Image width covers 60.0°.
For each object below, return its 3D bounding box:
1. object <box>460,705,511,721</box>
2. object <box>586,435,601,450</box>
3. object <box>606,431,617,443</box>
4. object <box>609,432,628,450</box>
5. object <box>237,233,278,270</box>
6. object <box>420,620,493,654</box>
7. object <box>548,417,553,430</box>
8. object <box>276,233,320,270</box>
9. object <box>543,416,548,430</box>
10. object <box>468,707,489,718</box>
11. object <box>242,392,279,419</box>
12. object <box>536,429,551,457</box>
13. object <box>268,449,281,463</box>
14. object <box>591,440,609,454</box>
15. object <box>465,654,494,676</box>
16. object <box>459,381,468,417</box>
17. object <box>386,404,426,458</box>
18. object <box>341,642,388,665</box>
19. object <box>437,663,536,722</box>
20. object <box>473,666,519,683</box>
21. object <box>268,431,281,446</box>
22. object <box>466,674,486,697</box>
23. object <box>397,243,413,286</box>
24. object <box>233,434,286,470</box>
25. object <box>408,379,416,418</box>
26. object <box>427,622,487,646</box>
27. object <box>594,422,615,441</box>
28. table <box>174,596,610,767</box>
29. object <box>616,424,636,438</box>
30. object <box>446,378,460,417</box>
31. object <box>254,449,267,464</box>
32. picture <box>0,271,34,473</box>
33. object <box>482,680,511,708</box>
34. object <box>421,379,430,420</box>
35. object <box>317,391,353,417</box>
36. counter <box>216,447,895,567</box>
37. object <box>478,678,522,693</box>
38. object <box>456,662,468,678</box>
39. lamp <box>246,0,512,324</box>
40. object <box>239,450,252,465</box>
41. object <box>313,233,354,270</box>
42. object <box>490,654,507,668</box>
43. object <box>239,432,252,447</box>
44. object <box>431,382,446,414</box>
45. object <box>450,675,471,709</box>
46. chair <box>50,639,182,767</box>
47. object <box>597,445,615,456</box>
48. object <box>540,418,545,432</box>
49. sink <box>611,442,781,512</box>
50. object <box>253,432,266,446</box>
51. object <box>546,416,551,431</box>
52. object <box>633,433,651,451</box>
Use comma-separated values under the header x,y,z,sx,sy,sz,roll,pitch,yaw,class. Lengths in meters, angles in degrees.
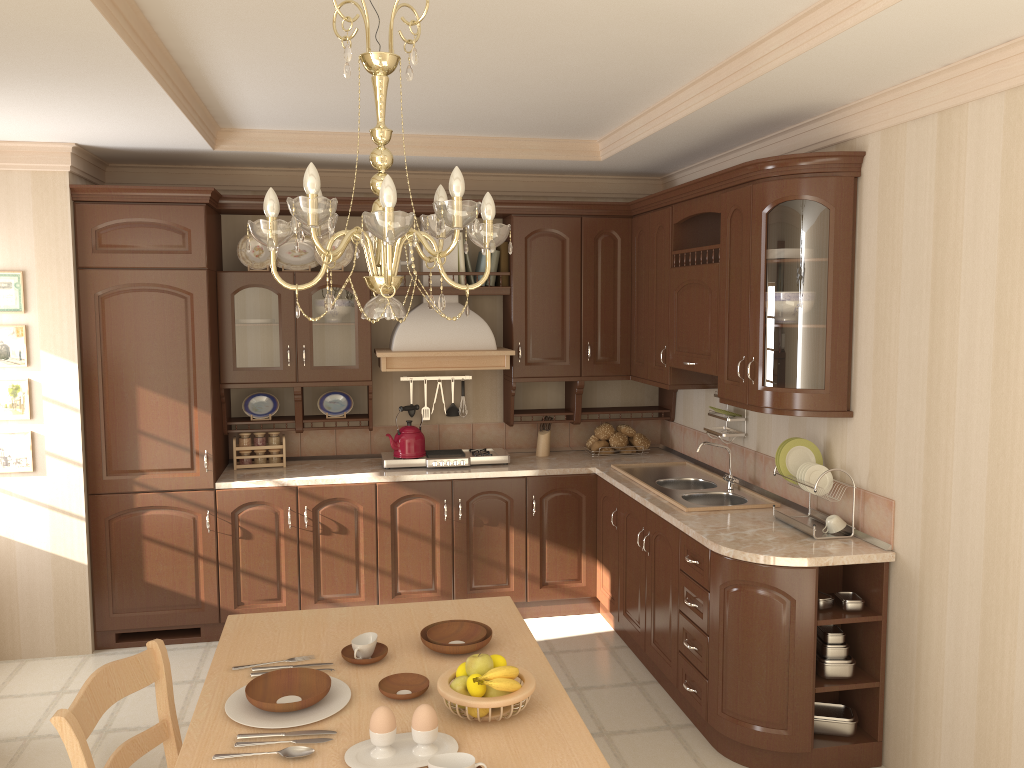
x,y,z,sx,sy,sz,roll,pitch,yaw,class
-0.061,0.773,2.126,0.128,0.011,0.128,3,6,30,object
0.498,0.353,5.352,0.123,0.109,0.092,-5,7,-43,object
0.601,0.321,5.378,0.110,0.092,0.113,4,7,41,object
0.633,0.338,5.283,0.110,0.102,0.115,1,6,18,object
-1.387,-0.727,4.836,0.220,0.210,0.068,-1,5,-13,object
-0.157,0.723,2.508,0.204,0.042,0.204,3,6,28,object
0.224,0.281,5.331,0.050,0.159,0.022,-5,7,-41,object
-1.198,-0.734,4.930,0.342,0.209,0.073,-1,5,-10,object
0.193,0.286,5.324,0.027,0.191,0.052,3,6,34,object
-0.079,0.752,2.061,0.055,0.046,0.046,2,6,22,object
-1.408,0.120,4.971,0.202,0.143,0.071,-1,5,-13,object
0.195,0.350,5.305,0.078,0.148,0.151,2,6,26,object
-1.331,0.403,4.975,0.068,0.088,0.068,0,5,5,object
0.524,0.377,5.287,0.104,0.092,0.114,4,7,36,object
-0.078,0.679,2.128,0.068,0.061,0.069,0,5,5,object
-0.292,0.091,5.290,0.049,0.219,0.049,-4,6,-33,object
-0.576,0.261,4.911,0.181,0.282,0.227,1,5,12,object
-0.402,0.739,2.421,0.126,0.026,0.127,1,5,16,object
-0.061,0.742,2.123,0.235,0.068,0.235,4,7,36,object
-0.021,0.692,2.092,0.066,0.085,0.184,2,6,27,object
-1.331,0.303,4.966,0.068,0.088,0.068,0,5,5,object
-0.083,0.703,2.068,0.045,0.053,0.051,-2,6,-23,object
-0.658,-0.674,5.014,0.174,0.248,0.163,4,7,41,object
-1.409,0.378,4.953,0.276,0.170,0.140,-2,5,-15,object
-0.592,0.083,5.229,0.048,0.231,0.015,-1,5,-10,object
-0.156,0.719,2.506,0.168,0.034,0.168,0,5,0,object
0.554,0.284,5.311,0.118,0.105,0.100,-2,5,-16,object
-0.296,1.168,2.130,0.900,0.774,1.567,-1,5,-11,table
0.688,0.282,5.354,0.112,0.078,0.125,-2,6,-17,object
-0.354,0.080,5.290,0.088,0.236,0.028,-1,5,-11,object
-1.406,0.406,4.955,0.068,0.088,0.068,0,5,5,object
-2.455,-0.052,4.232,0.268,0.964,0.010,-1,5,-11,picture
-0.039,0.732,2.105,0.077,0.065,0.076,-4,6,-34,object
-0.511,0.093,5.248,0.051,0.245,0.003,-1,5,-11,object
-1.004,0.111,5.047,0.202,0.143,0.071,-1,5,-13,object
-0.115,0.549,4.163,2.603,0.034,2.422,-1,5,-11,counter
-0.013,0.712,2.076,0.064,0.094,0.176,2,6,26,object
-0.113,0.703,2.162,0.045,0.047,0.055,2,6,21,object
-0.282,-0.625,1.903,0.501,0.982,0.502,-5,7,-41,lamp
-1.482,0.408,4.934,0.068,0.088,0.068,0,5,5,object
-0.988,-0.736,4.913,0.220,0.210,0.068,-1,5,-13,object
-0.038,0.683,2.165,0.054,0.046,0.047,3,6,30,object
-1.482,0.308,4.925,0.068,0.088,0.068,0,5,5,object
-0.436,0.085,5.261,0.089,0.195,0.005,-1,5,-11,object
-0.114,0.732,2.107,0.074,0.076,0.072,-4,7,-36,object
-0.771,1.128,2.219,0.517,0.846,0.462,0,5,6,chair
0.560,0.393,5.318,0.119,0.058,0.114,5,7,44,object
0.174,0.299,5.302,0.053,0.198,0.027,-3,6,-27,object
0.870,0.437,4.415,0.448,0.348,1.077,-1,5,-11,sink
-1.407,0.306,4.945,0.068,0.088,0.068,0,5,5,object
0.210,0.294,5.296,0.053,0.198,0.027,-3,6,-27,object
0.775,0.348,5.311,0.097,0.106,0.117,3,6,34,object
